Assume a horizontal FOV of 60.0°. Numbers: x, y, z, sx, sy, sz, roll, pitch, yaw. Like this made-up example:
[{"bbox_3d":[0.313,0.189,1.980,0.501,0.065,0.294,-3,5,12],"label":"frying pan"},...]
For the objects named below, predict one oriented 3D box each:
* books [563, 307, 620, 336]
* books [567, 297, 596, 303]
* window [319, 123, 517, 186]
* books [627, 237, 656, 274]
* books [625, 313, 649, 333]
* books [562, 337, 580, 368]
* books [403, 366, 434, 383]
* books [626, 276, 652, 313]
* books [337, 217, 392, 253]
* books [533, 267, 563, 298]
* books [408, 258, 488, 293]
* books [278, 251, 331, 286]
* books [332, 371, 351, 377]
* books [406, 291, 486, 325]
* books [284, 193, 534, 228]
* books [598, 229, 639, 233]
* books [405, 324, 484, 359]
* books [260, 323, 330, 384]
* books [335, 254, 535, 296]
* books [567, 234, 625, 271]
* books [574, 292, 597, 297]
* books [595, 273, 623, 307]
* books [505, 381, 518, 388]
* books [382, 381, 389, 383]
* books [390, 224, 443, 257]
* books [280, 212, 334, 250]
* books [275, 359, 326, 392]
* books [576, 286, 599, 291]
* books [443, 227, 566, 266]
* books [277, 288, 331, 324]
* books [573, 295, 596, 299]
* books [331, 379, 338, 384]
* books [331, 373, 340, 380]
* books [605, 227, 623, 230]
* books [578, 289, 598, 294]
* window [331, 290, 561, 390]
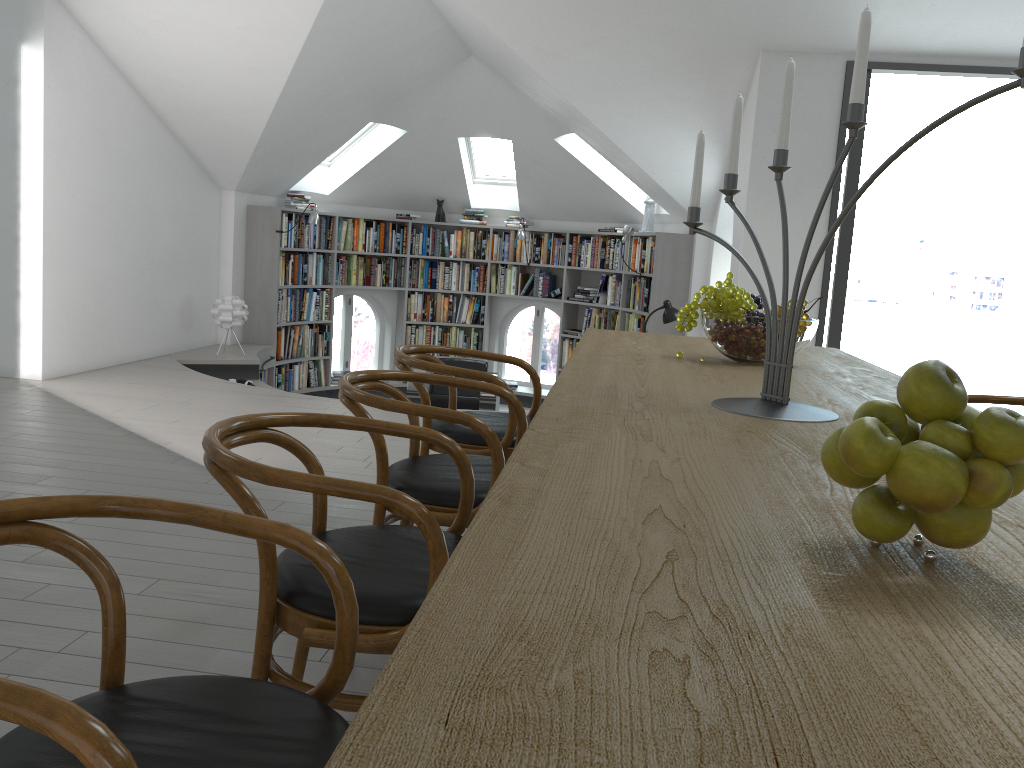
[{"bbox_3d":[0.988,-0.663,9.675,0.252,0.351,0.977,-2,10,-40],"label":"books"},{"bbox_3d":[0.879,-0.935,9.891,0.366,0.042,0.389,-4,12,-42],"label":"books"},{"bbox_3d":[-0.267,-2.536,9.372,4.056,0.711,1.939,5,8,7],"label":"window"},{"bbox_3d":[1.418,-1.268,8.753,0.292,0.361,1.018,3,9,-11],"label":"books"},{"bbox_3d":[1.372,-0.506,8.829,0.275,0.346,1.025,3,8,-8],"label":"books"},{"bbox_3d":[0.915,-0.300,9.792,0.272,0.349,0.875,-3,11,-41],"label":"books"},{"bbox_3d":[-0.824,-0.154,10.485,1.018,0.305,0.289,3,8,-8],"label":"books"},{"bbox_3d":[1.391,-0.887,8.788,0.279,0.357,1.056,3,8,-7],"label":"books"},{"bbox_3d":[-1.714,-1.664,9.908,0.793,0.371,0.270,-3,10,-39],"label":"books"},{"bbox_3d":[0.471,-1.146,10.115,0.399,0.339,0.225,8,8,27],"label":"books"},{"bbox_3d":[-0.747,-1.276,10.394,1.028,0.358,0.302,3,8,-7],"label":"books"},{"bbox_3d":[-2.276,-1.209,9.255,0.303,0.346,1.091,7,9,22],"label":"books"},{"bbox_3d":[-1.937,-0.116,10.133,0.213,0.036,0.227,1,9,-16],"label":"books"},{"bbox_3d":[-0.769,-0.895,10.399,0.997,0.350,0.298,3,8,-9],"label":"books"},{"bbox_3d":[-1.142,-1.929,9.930,2.813,0.173,0.750,0,9,-22],"label":"books"},{"bbox_3d":[1.154,-1.639,9.548,0.316,0.036,0.337,-1,10,-30],"label":"books"},{"bbox_3d":[-0.782,-0.513,10.448,1.031,0.356,0.294,3,8,-8],"label":"books"},{"bbox_3d":[-2.407,-0.253,9.082,0.391,0.693,1.645,6,9,17],"label":"books"},{"bbox_3d":[-0.923,-1.250,10.184,2.528,0.369,0.593,2,8,-12],"label":"books"},{"bbox_3d":[1.008,-1.434,9.642,0.306,0.366,0.972,-2,10,-39],"label":"books"},{"bbox_3d":[0.883,-0.998,9.884,0.269,0.031,0.287,-2,10,-33],"label":"books"},{"bbox_3d":[1.160,-1.009,9.497,0.256,0.349,0.555,-2,10,-36],"label":"books"},{"bbox_3d":[-0.071,0.001,10.493,0.268,0.029,0.254,4,9,-3],"label":"books"},{"bbox_3d":[-1.586,-0.072,10.268,0.318,0.099,0.292,5,8,8],"label":"books"},{"bbox_3d":[-1.124,-1.663,10.251,0.682,0.345,0.266,2,8,-16],"label":"books"},{"bbox_3d":[-2.244,-1.588,9.187,0.301,0.360,1.035,7,9,23],"label":"books"},{"bbox_3d":[-2.332,-0.104,9.418,0.283,0.318,0.920,8,9,25],"label":"books"},{"bbox_3d":[0.888,-1.061,9.876,0.269,0.031,0.287,2,9,-13],"label":"books"},{"bbox_3d":[-0.052,-1.598,10.244,1.566,0.365,0.395,6,8,12],"label":"books"},{"bbox_3d":[-2.273,-0.829,9.260,0.261,0.358,1.022,7,9,24],"label":"books"},{"bbox_3d":[0.881,-0.968,9.888,0.286,0.031,0.269,12,11,41],"label":"books"},{"bbox_3d":[-1.942,-0.052,10.141,0.365,0.042,0.389,0,10,-26],"label":"books"},{"bbox_3d":[-1.940,-0.085,10.137,0.269,0.031,0.287,1,9,-16],"label":"books"},{"bbox_3d":[1.156,-1.667,9.544,0.233,0.027,0.248,1,9,-20],"label":"books"},{"bbox_3d":[0.886,-1.029,9.880,0.213,0.036,0.227,-2,10,-33],"label":"books"},{"bbox_3d":[-0.818,-0.535,10.536,3.230,1.147,0.619,3,7,-7],"label":"window"}]
